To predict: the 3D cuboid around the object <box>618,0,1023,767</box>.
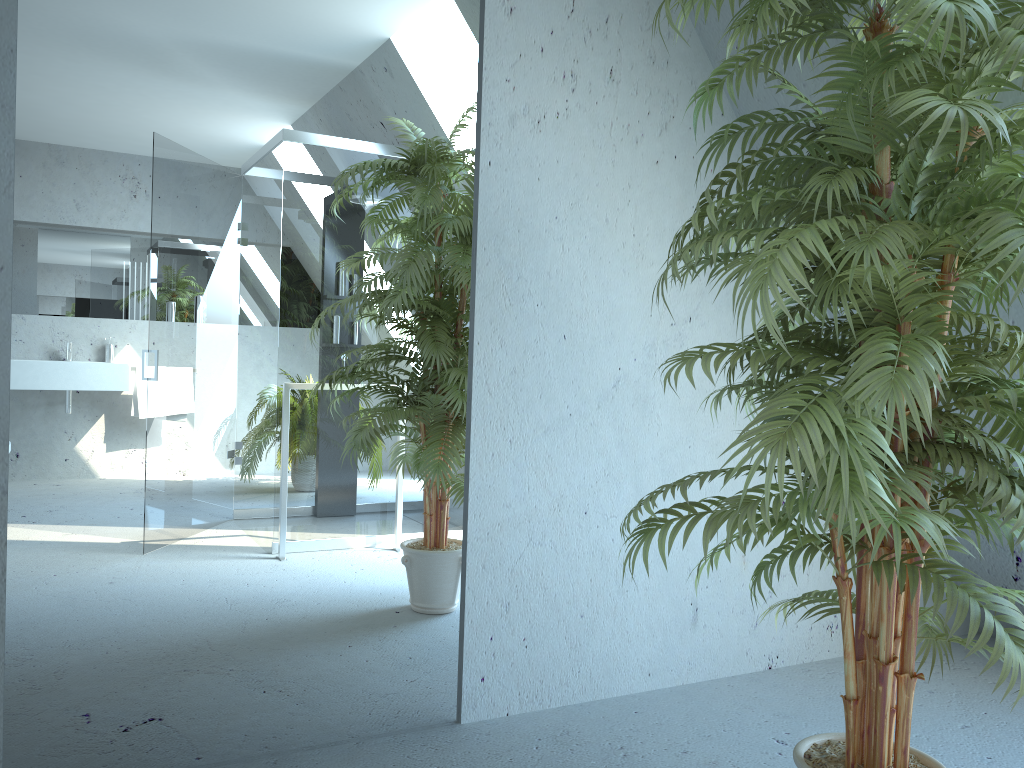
[{"bbox_3d":[0.724,-0.034,1.678,0.980,2.034,1.020,3,2,21],"label":"object"}]
